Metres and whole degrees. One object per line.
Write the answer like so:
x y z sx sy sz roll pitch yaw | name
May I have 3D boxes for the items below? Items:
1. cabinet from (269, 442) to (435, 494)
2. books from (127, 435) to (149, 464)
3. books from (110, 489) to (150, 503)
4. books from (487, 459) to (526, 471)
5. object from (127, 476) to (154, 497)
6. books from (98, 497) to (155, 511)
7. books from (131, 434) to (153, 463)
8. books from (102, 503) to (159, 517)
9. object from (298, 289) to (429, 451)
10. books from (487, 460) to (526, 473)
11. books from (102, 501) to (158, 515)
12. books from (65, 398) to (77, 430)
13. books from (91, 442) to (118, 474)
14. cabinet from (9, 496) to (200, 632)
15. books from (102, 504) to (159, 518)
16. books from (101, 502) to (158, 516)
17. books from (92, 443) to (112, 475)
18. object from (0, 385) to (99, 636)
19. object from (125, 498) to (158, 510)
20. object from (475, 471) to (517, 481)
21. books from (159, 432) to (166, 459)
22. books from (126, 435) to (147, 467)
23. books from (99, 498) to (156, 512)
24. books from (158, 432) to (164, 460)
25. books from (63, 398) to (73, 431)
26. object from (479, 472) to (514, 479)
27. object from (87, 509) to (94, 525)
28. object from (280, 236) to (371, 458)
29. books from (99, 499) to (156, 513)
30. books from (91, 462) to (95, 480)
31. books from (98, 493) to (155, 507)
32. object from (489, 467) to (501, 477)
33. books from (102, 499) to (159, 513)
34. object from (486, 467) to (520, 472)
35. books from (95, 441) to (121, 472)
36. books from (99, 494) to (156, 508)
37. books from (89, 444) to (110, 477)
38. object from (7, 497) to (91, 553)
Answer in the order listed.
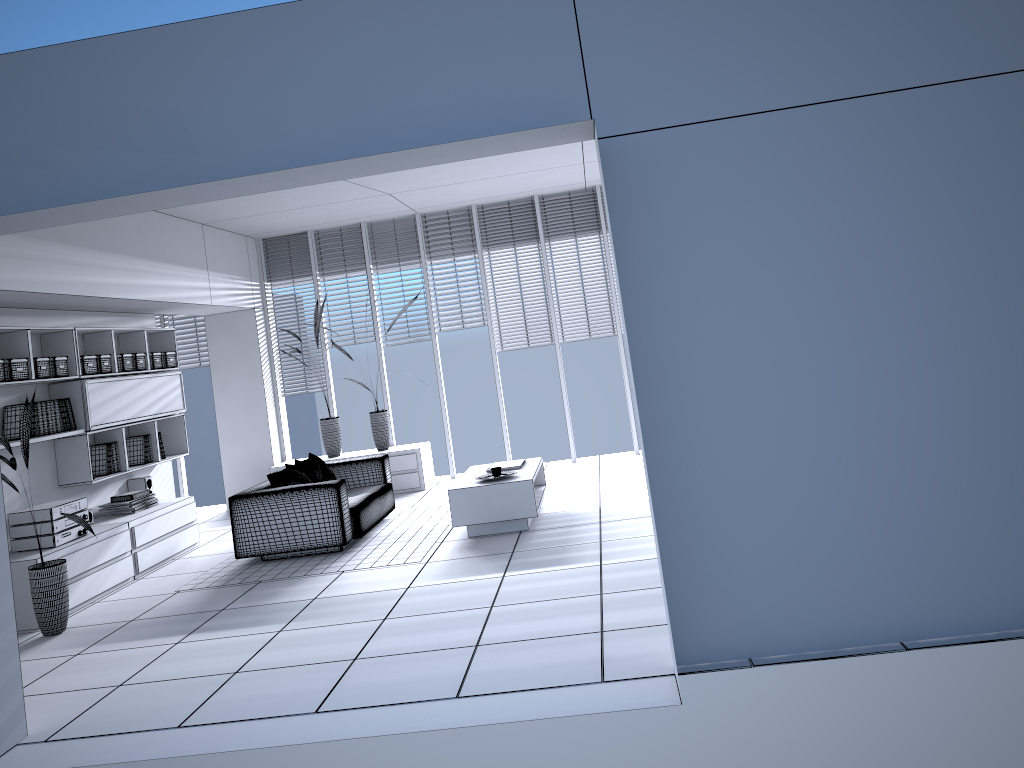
-1.751 1.006 9.756 1.673 0.452 0.596 -8 0 5 | cabinet
-3.397 0.604 7.983 0.207 0.261 0.074 -8 -3 5 | books
-3.259 0.957 7.531 0.207 0.050 0.259 -8 2 11 | books
-0.045 0.681 7.437 0.285 0.008 0.415 -8 3 7 | books
-3.379 0.969 8.027 0.176 0.233 0.119 -8 -2 5 | object
-3.287 1.021 7.522 0.285 0.008 0.415 -8 3 7 | books
-3.394 0.600 8.050 0.207 0.260 0.050 -8 -4 6 | books
-3.266 1.077 7.568 0.285 0.008 0.415 -8 3 7 | books
-1.611 -0.179 9.643 1.551 1.875 0.688 -8 -3 0 | object
-0.042 0.695 7.447 0.285 0.008 0.415 -8 3 7 | books
-3.267 1.057 7.563 0.285 0.008 0.415 -8 3 7 | books
-3.555 0.247 6.945 0.207 0.259 0.072 -8 -3 5 | books
-3.452 0.635 7.448 0.207 0.260 0.050 -8 -4 6 | books
-3.240 1.343 6.926 0.573 0.451 2.269 -8 2 6 | cabinet
-3.266 1.086 7.561 0.285 0.008 0.415 -8 3 7 | books
-3.277 1.069 7.552 0.285 0.008 0.415 -8 3 7 | books
-3.456 0.639 7.381 0.207 0.261 0.074 -8 -3 5 | books
-3.098 0.795 5.693 1.164 1.593 0.251 -9 -4 37 | object
-3.278 1.040 7.553 0.285 0.008 0.415 -8 3 7 | object
-0.121 0.723 6.854 0.327 0.024 0.331 -6 3 35 | object
-3.377 0.590 8.282 0.207 0.261 0.074 -8 -3 5 | books
-3.400 0.605 7.951 0.207 0.261 0.074 -8 -3 5 | books
-3.277 1.029 7.538 0.285 0.008 0.415 -8 3 7 | books
-3.380 0.592 8.250 0.207 0.261 0.074 -8 -3 6 | books
-3.568 0.253 6.901 0.207 0.259 0.072 -8 -3 6 | books
-0.123 0.717 6.851 0.218 0.012 0.213 -10 3 -38 | object
-3.475 1.086 6.957 0.176 0.119 0.329 -8 2 6 | object
-2.176 -0.684 10.051 1.415 3.003 0.496 -10 -4 34 | object
-3.276 1.038 7.531 0.285 0.008 0.415 -8 3 7 | books
-3.491 0.658 7.112 0.207 0.261 0.074 -8 -3 6 | books
-3.288 0.992 7.523 0.285 0.008 0.415 -8 3 7 | books
-0.125 0.687 6.853 0.096 0.070 0.084 -8 0 -13 | object
-3.268 1.048 7.570 0.285 0.008 0.415 -8 3 7 | books
-0.054 0.690 7.438 0.285 0.008 0.415 -8 3 7 | object
-3.447 0.632 7.499 0.207 0.260 0.050 -8 -4 5 | books
-3.278 1.000 7.540 0.285 0.008 0.415 -8 3 7 | books
-3.458 0.640 7.349 0.207 0.261 0.074 -8 -3 5 | books
-3.325 1.008 6.362 0.346 0.270 0.430 -8 1 6 | object
